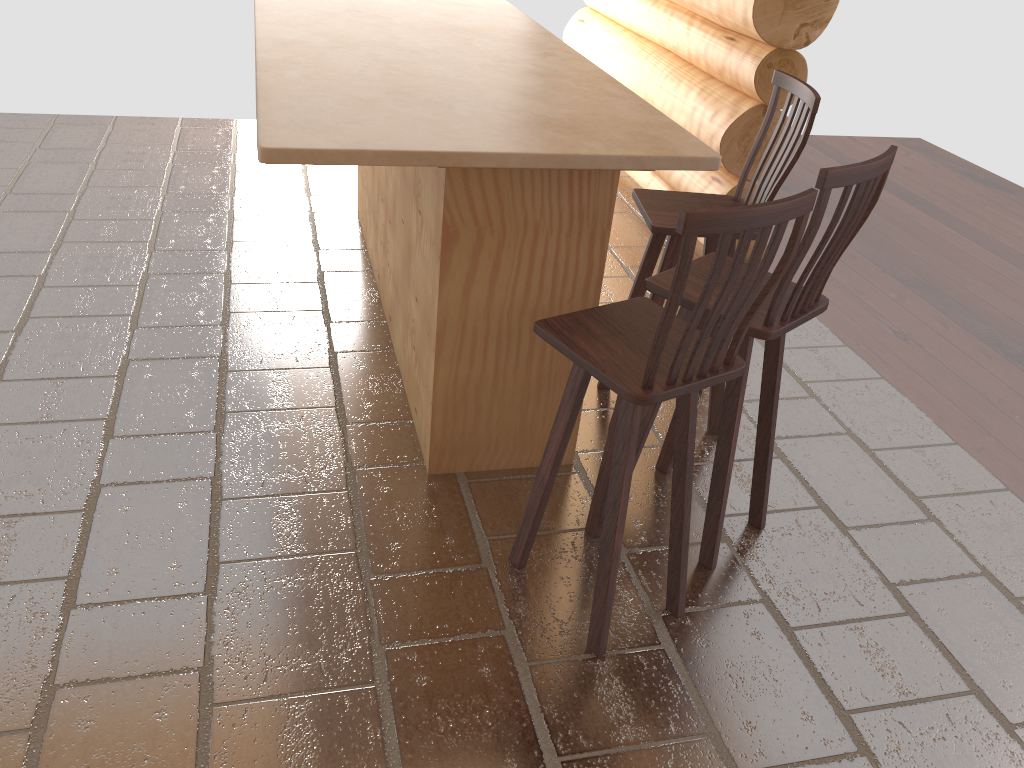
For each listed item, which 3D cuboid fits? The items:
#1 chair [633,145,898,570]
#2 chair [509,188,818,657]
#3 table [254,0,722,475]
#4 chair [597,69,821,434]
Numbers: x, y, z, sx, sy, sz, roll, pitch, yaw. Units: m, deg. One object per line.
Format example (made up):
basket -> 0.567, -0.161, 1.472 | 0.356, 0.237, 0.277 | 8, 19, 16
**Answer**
chair -> 0.674, -0.103, 2.707 | 0.504, 1.319, 0.406 | 31, 39, 34
chair -> 0.329, 0.071, 2.356 | 0.406, 1.319, 0.504 | -15, 37, -31
table -> -0.459, -0.881, 3.842 | 1.196, 1.257, 3.220 | -3, 32, -15
chair -> 0.683, -0.458, 3.294 | 0.504, 1.319, 0.406 | 3, 31, -6
